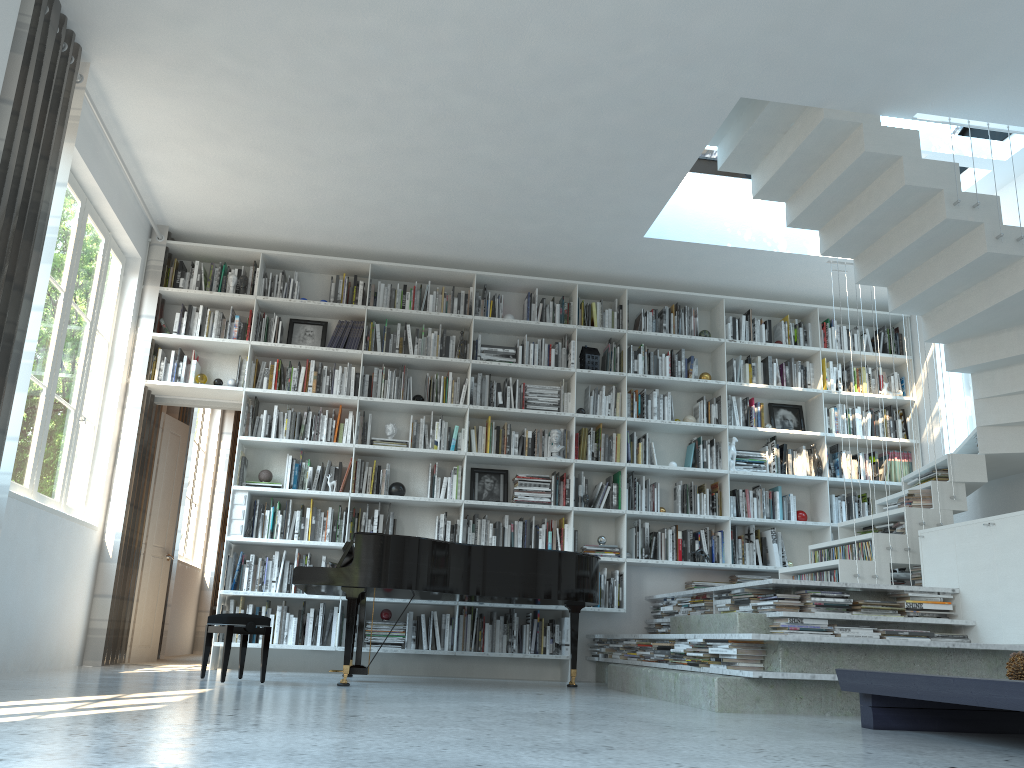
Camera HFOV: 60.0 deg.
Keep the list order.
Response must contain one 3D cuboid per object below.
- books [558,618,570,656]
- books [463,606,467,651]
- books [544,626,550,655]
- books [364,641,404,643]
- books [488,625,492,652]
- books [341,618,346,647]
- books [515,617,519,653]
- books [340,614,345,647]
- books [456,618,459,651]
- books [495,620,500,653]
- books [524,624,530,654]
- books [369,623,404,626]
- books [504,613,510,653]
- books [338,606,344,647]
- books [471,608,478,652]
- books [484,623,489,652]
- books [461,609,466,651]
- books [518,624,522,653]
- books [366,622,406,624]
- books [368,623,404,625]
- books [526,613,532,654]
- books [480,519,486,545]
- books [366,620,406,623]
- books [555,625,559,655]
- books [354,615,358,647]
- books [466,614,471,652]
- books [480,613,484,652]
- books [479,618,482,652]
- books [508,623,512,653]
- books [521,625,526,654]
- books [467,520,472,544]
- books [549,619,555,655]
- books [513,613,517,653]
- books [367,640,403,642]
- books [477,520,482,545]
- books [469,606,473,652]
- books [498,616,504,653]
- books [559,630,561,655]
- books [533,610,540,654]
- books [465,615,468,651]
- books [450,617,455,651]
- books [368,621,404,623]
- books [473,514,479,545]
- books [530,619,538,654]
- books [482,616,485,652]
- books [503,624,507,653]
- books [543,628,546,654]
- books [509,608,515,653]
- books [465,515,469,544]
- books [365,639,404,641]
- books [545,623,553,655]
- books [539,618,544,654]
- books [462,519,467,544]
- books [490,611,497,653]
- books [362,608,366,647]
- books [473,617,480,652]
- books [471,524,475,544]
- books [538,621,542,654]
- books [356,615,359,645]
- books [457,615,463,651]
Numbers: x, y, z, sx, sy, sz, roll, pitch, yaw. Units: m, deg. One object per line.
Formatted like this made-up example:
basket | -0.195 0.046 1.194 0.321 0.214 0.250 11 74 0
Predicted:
books | 0.386 1.888 6.632 0.038 0.268 0.278 5 -16 -8
books | -0.357 1.814 6.608 0.014 0.339 0.140 5 -16 -8
books | 0.255 1.925 6.662 0.022 0.204 0.191 5 -16 -8
books | -0.931 1.886 6.485 0.285 0.007 0.160 3 -16 -3
books | -0.176 1.901 6.625 0.030 0.196 0.143 5 -16 -8
books | -1.221 1.813 6.468 0.025 0.197 0.160 5 -16 -8
books | 0.023 1.883 6.651 0.024 0.261 0.132 5 -16 -8
books | -1.238 1.797 6.474 0.012 0.230 0.138 5 -16 -8
books | -0.411 1.861 6.593 0.010 0.237 0.134 5 -16 -8
books | -0.118 1.885 6.630 0.030 0.234 0.138 5 -16 -8
books | 0.101 1.909 6.637 0.029 0.209 0.171 5 -16 -8
books | -0.929 1.771 6.528 0.254 0.005 0.161 5 -16 -8
books | -0.042 1.863 6.632 0.013 0.284 0.185 5 -16 -8
books | -1.249 1.769 6.477 0.012 0.284 0.160 5 -16 -8
books | -0.287 1.832 6.607 0.034 0.310 0.170 5 -16 -8
books | -0.199 1.886 6.594 0.028 0.206 0.175 5 -16 -8
books | -0.368 1.827 6.584 0.014 0.300 0.185 5 -16 -8
books | 0.052 1.911 6.657 0.040 0.211 0.129 5 -16 -8
books | -0.928 1.761 6.532 0.285 0.005 0.160 5 -16 -8
books | -0.928 1.766 6.530 0.254 0.005 0.161 5 -16 -8
books | 0.122 1.871 6.652 0.011 0.292 0.184 5 -16 -8
books | -0.232 1.171 6.792 0.027 0.245 0.180 5 -16 -8
books | -0.926 1.747 6.523 0.285 0.005 0.160 3 -16 -3
books | 0.321 1.923 6.670 0.029 0.217 0.191 5 -16 -8
books | -1.143 1.800 6.474 0.023 0.231 0.164 5 -16 -8
books | -0.330 1.854 6.604 0.025 0.263 0.145 5 -16 -8
books | -0.233 1.856 6.621 0.012 0.275 0.155 5 -16 -8
books | -0.245 1.872 6.611 0.012 0.238 0.129 5 -16 -8
books | -0.026 1.900 6.629 0.022 0.212 0.167 5 -16 -8
books | 0.082 1.908 6.629 0.010 0.205 0.180 5 -16 -8
books | -0.332 1.167 6.771 0.027 0.233 0.168 5 -16 -8
books | 0.300 1.905 6.678 0.013 0.255 0.177 5 -16 -8
books | 0.007 1.864 6.637 0.014 0.287 0.185 5 -16 -8
books | -0.931 1.880 6.489 0.254 0.007 0.161 6 -17 -12
books | -0.260 1.173 6.806 0.024 0.247 0.132 5 -16 -8
books | -0.309 1.817 6.607 0.012 0.336 0.144 5 -16 -8
books | -0.089 1.875 6.637 0.028 0.260 0.133 5 -16 -8
books | 0.344 1.946 6.681 0.023 0.181 0.149 5 -16 -8
books | 0.179 1.862 6.658 0.013 0.316 0.187 5 -16 -8
books | -0.348 1.858 6.610 0.010 0.258 0.131 5 -16 -8
books | -0.448 1.859 6.592 0.021 0.237 0.116 5 -16 -8
books | -0.928 1.755 6.531 0.254 0.005 0.161 4 -16 -7
books | -0.285 1.152 6.813 0.027 0.289 0.141 5 -16 -8
books | 0.150 1.891 6.641 0.044 0.250 0.187 5 -16 -8
books | -0.222 1.868 6.621 0.012 0.254 0.151 5 -16 -8
books | -0.064 1.904 6.631 0.024 0.203 0.145 5 -16 -8
books | 0.230 1.932 6.667 0.024 0.190 0.155 5 -16 -8
books | -0.005 1.840 6.640 0.014 0.334 0.183 5 -16 -8
books | -0.351 1.148 6.784 0.011 0.274 0.146 5 -16 -8
books | -0.932 1.874 6.495 0.285 0.007 0.160 4 -16 -6
books | 0.278 1.919 6.680 0.028 0.227 0.162 5 -16 -8
books | 0.216 1.896 6.664 0.011 0.257 0.172 5 -16 -8
books | -0.373 1.164 6.784 0.029 0.243 0.154 5 -16 -8
books | -0.144 1.854 6.631 0.026 0.293 0.155 5 -16 -8
books | -1.092 1.782 6.497 0.027 0.281 0.129 5 -16 -8
books | -0.262 1.868 6.613 0.022 0.246 0.144 5 -16 -8
books | -0.309 1.184 6.783 0.024 0.207 0.170 5 -16 -8
books | 0.194 1.908 6.673 0.028 0.238 0.140 5 -16 -8
books | -1.119 1.807 6.485 0.027 0.226 0.140 5 -16 -8
books | -0.389 1.847 6.575 0.026 0.255 0.184 5 -16 -8
